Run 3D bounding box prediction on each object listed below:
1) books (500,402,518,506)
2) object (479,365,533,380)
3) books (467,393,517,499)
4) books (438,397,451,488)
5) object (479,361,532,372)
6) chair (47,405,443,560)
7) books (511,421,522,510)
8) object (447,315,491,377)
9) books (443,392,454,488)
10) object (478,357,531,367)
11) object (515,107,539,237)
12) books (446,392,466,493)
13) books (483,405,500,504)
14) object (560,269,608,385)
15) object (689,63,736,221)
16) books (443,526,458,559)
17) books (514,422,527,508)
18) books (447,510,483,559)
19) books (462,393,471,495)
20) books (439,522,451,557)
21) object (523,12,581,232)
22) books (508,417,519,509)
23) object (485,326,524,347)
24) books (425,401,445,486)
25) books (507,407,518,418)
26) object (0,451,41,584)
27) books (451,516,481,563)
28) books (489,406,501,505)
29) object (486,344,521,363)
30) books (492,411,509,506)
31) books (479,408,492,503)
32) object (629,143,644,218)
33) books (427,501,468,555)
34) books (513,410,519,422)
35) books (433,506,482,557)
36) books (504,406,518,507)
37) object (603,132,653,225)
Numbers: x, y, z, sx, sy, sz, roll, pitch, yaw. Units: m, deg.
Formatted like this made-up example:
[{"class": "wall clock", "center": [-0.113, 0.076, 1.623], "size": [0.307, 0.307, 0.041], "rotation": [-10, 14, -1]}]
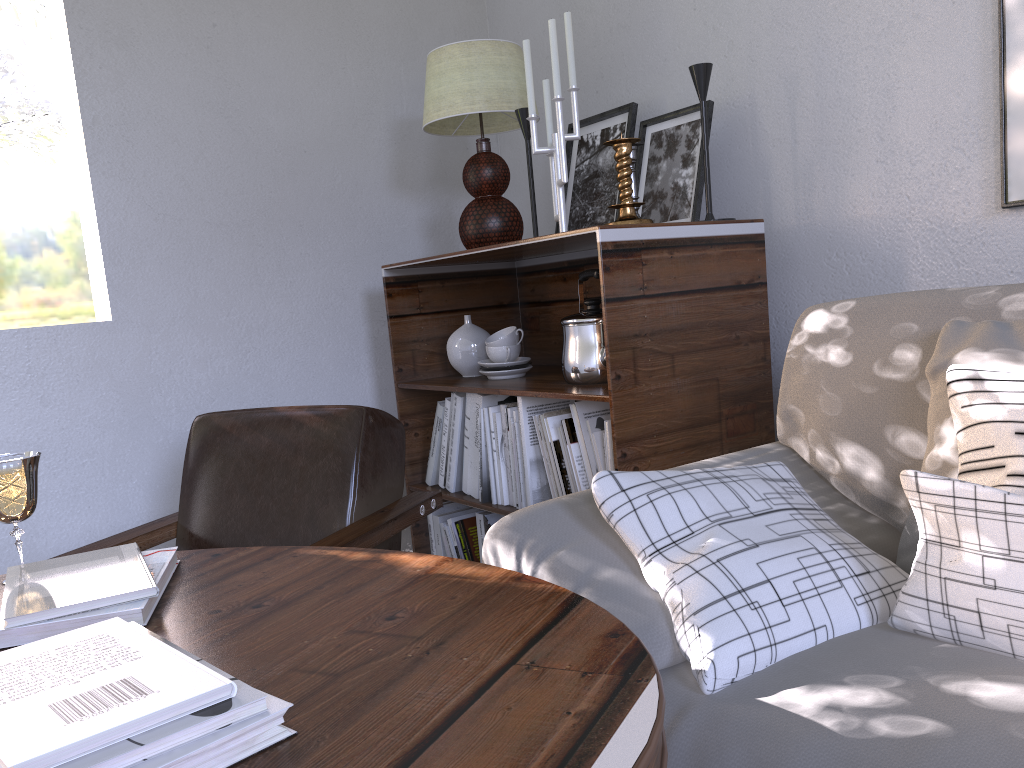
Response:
[{"class": "books", "center": [0.043, 0.140, 1.863], "size": [0.129, 0.213, 0.020], "rotation": [-9, 9, -29]}, {"class": "object", "center": [-0.013, -0.025, 2.005], "size": [0.121, 0.021, 0.120], "rotation": [-4, 6, 15]}, {"class": "books", "center": [-0.010, 0.122, 1.962], "size": [0.174, 0.244, 0.104], "rotation": [-10, 9, -34]}, {"class": "books", "center": [-0.092, 0.129, 2.089], "size": [0.160, 0.219, 0.100], "rotation": [-10, 9, -34]}, {"class": "object", "center": [-0.014, -0.034, 2.003], "size": [0.121, 0.021, 0.120], "rotation": [-4, 6, 15]}, {"class": "chair", "center": [-0.477, 0.342, 1.461], "size": [0.496, 0.557, 0.700], "rotation": [-3, 7, 21]}, {"class": "books", "center": [0.056, 0.159, 1.814], "size": [0.115, 0.183, 0.009], "rotation": [-9, 9, -29]}, {"class": "object", "center": [-0.099, -0.091, 2.118], "size": [0.111, 0.148, 0.122], "rotation": [-11, 9, -36]}, {"class": "books", "center": [-0.079, 0.123, 2.061], "size": [0.152, 0.233, 0.104], "rotation": [-10, 9, -34]}, {"class": "object", "center": [-0.016, -0.044, 2.005], "size": [0.121, 0.024, 0.120], "rotation": [-8, 6, -29]}, {"class": "object", "center": [0.041, -0.435, 1.888], "size": [0.095, 0.290, 0.094], "rotation": [-7, 8, -11]}, {"class": "books", "center": [-0.063, 0.123, 2.033], "size": [0.172, 0.237, 0.111], "rotation": [-10, 9, -34]}, {"class": "books", "center": [0.006, 0.143, 1.890], "size": [0.131, 0.208, 0.011], "rotation": [-9, 9, -29]}, {"class": "object", "center": [0.179, -0.111, 1.712], "size": [0.142, 0.224, 0.190], "rotation": [-12, 10, -43]}, {"class": "object", "center": [0.360, -0.442, 1.649], "size": [0.095, 0.290, 0.094], "rotation": [-7, 8, -11]}, {"class": "books", "center": [-0.084, 0.416, 2.129], "size": [0.128, 0.175, 0.081], "rotation": [-10, 9, -34]}, {"class": "books", "center": [0.063, 0.159, 1.798], "size": [0.115, 0.184, 0.009], "rotation": [-9, 9, -29]}, {"class": "books", "center": [-0.069, 0.405, 2.117], "size": [0.127, 0.196, 0.087], "rotation": [-10, 9, -34]}, {"class": "books", "center": [-0.029, 0.120, 2.001], "size": [0.172, 0.240, 0.092], "rotation": [-10, 9, -34]}, {"class": "books", "center": [-0.098, 0.412, 2.152], "size": [0.128, 0.178, 0.066], "rotation": [-10, 9, -34]}, {"class": "object", "center": [0.083, -0.491, 1.704], "size": [0.100, 0.426, 0.101], "rotation": [1, 10, 39]}, {"class": "books", "center": [0.056, 0.154, 1.826], "size": [0.120, 0.189, 0.012], "rotation": [-9, 9, -29]}, {"class": "object", "center": [-0.021, -0.094, 1.996], "size": [0.078, 0.068, 0.082], "rotation": [-8, 7, -19]}, {"class": "books", "center": [-0.119, 0.133, 2.121], "size": [0.160, 0.211, 0.126], "rotation": [-10, 9, -34]}, {"class": "books", "center": [0.058, 0.144, 1.840], "size": [0.131, 0.208, 0.011], "rotation": [-9, 9, -29]}, {"class": "object", "center": [-0.583, 0.159, 1.038], "size": [0.076, 0.149, 0.076], "rotation": [-11, 9, -38]}, {"class": "books", "center": [-0.051, 0.405, 2.087], "size": [0.136, 0.201, 0.109], "rotation": [-10, 9, -34]}, {"class": "books", "center": [0.018, 0.143, 1.884], "size": [0.131, 0.208, 0.011], "rotation": [-9, 9, -29]}, {"class": "object", "center": [-0.019, -0.065, 2.000], "size": [0.079, 0.050, 0.082], "rotation": [-2, 7, 29]}, {"class": "books", "center": [0.026, 0.149, 1.873], "size": [0.124, 0.197, 0.015], "rotation": [-9, 9, -29]}, {"class": "books", "center": [-0.021, 0.146, 1.905], "size": [0.120, 0.208, 0.026], "rotation": [-11, 10, -38]}, {"class": "object", "center": [0.228, -0.376, 1.685], "size": [0.062, 0.173, 0.062], "rotation": [0, 9, 32]}, {"class": "books", "center": [-0.136, 0.393, 2.229], "size": [0.149, 0.203, 0.027], "rotation": [-10, 9, -33]}, {"class": "books", "center": [0.063, 0.147, 1.807], "size": [0.114, 0.205, 0.009], "rotation": [-9, 9, -29]}, {"class": "books", "center": [-0.122, 0.403, 2.197], "size": [0.134, 0.185, 0.030], "rotation": [-10, 9, -33]}, {"class": "books", "center": [0.052, 0.143, 1.849], "size": [0.131, 0.208, 0.011], "rotation": [-9, 9, -29]}, {"class": "object", "center": [0.203, -0.365, 1.595], "size": [0.096, 0.173, 0.095], "rotation": [-7, 8, -15]}]
